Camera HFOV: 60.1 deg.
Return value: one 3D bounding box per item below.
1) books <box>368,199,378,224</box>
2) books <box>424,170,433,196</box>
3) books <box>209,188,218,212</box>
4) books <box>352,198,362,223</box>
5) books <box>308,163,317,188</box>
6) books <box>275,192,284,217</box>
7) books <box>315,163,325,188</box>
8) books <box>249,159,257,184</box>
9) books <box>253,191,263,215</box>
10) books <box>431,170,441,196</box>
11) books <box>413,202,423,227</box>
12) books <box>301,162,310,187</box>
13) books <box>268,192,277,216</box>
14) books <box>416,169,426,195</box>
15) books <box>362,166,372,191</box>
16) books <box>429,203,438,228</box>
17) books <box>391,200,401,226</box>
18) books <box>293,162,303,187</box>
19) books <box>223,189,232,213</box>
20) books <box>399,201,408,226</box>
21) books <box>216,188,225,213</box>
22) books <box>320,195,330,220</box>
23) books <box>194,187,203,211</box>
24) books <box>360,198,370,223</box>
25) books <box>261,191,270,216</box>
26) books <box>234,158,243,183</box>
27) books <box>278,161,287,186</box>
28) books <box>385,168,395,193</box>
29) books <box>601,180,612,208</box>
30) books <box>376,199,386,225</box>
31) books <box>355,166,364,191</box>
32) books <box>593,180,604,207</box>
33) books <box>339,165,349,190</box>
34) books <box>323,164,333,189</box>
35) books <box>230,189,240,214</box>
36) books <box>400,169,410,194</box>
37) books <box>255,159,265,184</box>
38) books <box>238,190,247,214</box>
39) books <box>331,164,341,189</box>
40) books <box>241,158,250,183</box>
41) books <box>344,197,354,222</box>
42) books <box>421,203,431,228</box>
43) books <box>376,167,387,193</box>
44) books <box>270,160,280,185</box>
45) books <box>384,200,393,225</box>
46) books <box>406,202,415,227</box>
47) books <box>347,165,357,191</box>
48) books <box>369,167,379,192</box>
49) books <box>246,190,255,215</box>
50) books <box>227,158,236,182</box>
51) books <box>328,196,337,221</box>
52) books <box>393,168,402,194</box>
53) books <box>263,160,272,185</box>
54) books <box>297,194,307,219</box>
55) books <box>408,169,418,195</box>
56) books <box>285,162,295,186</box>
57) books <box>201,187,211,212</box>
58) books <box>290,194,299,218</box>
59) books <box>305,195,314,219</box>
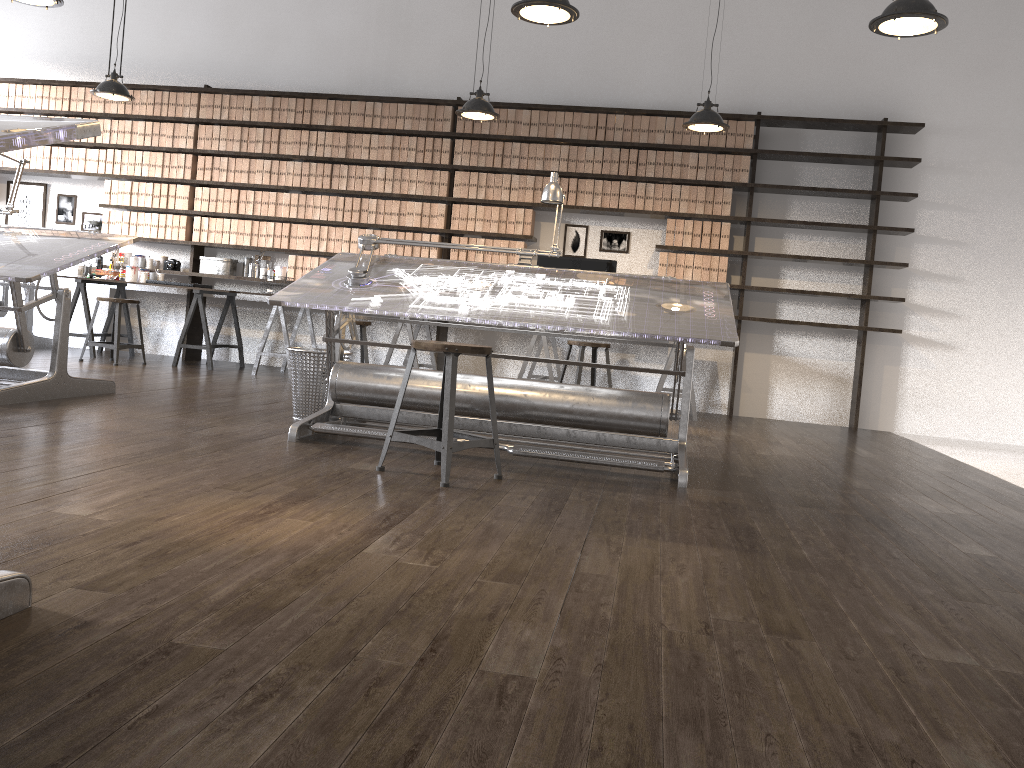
[{"bbox_3d":[-1.188,-1.484,7.705,0.067,0.225,0.174,5,2,9],"label":"books"},{"bbox_3d":[-0.697,-1.713,7.621,0.067,0.225,0.175,5,2,9],"label":"books"},{"bbox_3d":[-2.638,-1.631,7.939,0.067,0.225,0.175,5,2,9],"label":"books"},{"bbox_3d":[-1.332,-1.499,7.727,0.067,0.225,0.175,5,2,9],"label":"books"},{"bbox_3d":[-1.724,-1.817,7.793,0.067,0.225,0.175,5,2,9],"label":"books"},{"bbox_3d":[-2.022,-1.569,7.844,0.067,0.225,0.175,5,2,9],"label":"books"},{"bbox_3d":[-1.660,-1.811,7.785,0.067,0.225,0.175,5,2,9],"label":"books"},{"bbox_3d":[-2.268,-1.872,7.882,0.067,0.225,0.175,5,2,9],"label":"books"},{"bbox_3d":[-2.224,-1.590,7.878,0.067,0.225,0.174,5,2,9],"label":"books"},{"bbox_3d":[-0.635,-1.707,7.615,0.067,0.225,0.175,5,2,9],"label":"books"},{"bbox_3d":[-0.790,-1.444,7.639,0.067,0.225,0.175,5,2,9],"label":"books"},{"bbox_3d":[-1.787,-1.823,7.799,0.067,0.225,0.175,5,2,9],"label":"books"},{"bbox_3d":[-2.089,-1.576,7.850,0.067,0.225,0.175,5,2,9],"label":"books"},{"bbox_3d":[-0.763,-1.719,7.631,0.067,0.225,0.175,5,2,9],"label":"books"},{"bbox_3d":[-1.239,-1.768,7.710,0.067,0.225,0.175,5,2,9],"label":"books"},{"bbox_3d":[-0.651,-1.430,7.622,0.067,0.225,0.174,5,2,9],"label":"books"},{"bbox_3d":[-0.983,-1.463,7.669,0.067,0.225,0.175,5,2,9],"label":"books"},{"bbox_3d":[-1.858,-1.830,7.810,0.067,0.225,0.175,5,2,9],"label":"books"},{"bbox_3d":[-2.510,-1.619,7.925,0.067,0.225,0.175,5,2,9],"label":"books"},{"bbox_3d":[-0.917,-1.457,7.663,0.067,0.225,0.175,5,2,9],"label":"books"},{"bbox_3d":[-2.575,-1.625,7.933,0.067,0.225,0.175,5,2,9],"label":"books"},{"bbox_3d":[-1.613,-1.527,7.772,0.067,0.225,0.175,5,2,9],"label":"books"},{"bbox_3d":[-2.779,-1.646,7.966,0.067,0.225,0.174,5,2,9],"label":"books"},{"bbox_3d":[-1.257,-1.492,7.721,0.067,0.225,0.175,5,2,9],"label":"books"},{"bbox_3d":[-2.154,-1.583,7.867,0.067,0.225,0.175,5,2,9],"label":"books"},{"bbox_3d":[-2.400,-1.886,7.905,0.067,0.225,0.175,5,2,9],"label":"books"},{"bbox_3d":[-1.997,-1.845,7.840,0.067,0.225,0.174,5,2,9],"label":"books"},{"bbox_3d":[-1.040,-1.748,7.678,0.067,0.225,0.175,5,2,9],"label":"books"},{"bbox_3d":[0.793,-1.568,7.385,0.067,0.225,0.174,5,2,9],"label":"books"},{"bbox_3d":[-1.118,-1.478,7.697,0.067,0.225,0.174,5,2,9],"label":"books"},{"bbox_3d":[-1.304,-1.775,7.726,0.067,0.225,0.175,5,2,9],"label":"books"},{"bbox_3d":[0.723,-1.575,7.392,0.067,0.225,0.174,5,2,9],"label":"books"},{"bbox_3d":[-1.444,-1.789,7.745,0.067,0.225,0.174,5,2,9],"label":"books"},{"bbox_3d":[-1.588,-1.803,7.767,0.067,0.225,0.175,5,2,9],"label":"books"},{"bbox_3d":[-2.438,-1.611,7.908,0.067,0.225,0.175,5,2,9],"label":"books"},{"bbox_3d":[-0.901,-1.734,7.661,0.067,0.225,0.174,5,2,9],"label":"books"},{"bbox_3d":[-2.207,-1.866,7.871,0.067,0.225,0.175,5,2,9],"label":"books"},{"bbox_3d":[-2.363,-1.604,7.901,0.067,0.225,0.175,5,2,9],"label":"books"},{"bbox_3d":[-1.513,-1.796,7.761,0.067,0.225,0.175,5,2,9],"label":"books"},{"bbox_3d":[-2.334,-1.879,7.888,0.067,0.225,0.175,5,2,9],"label":"books"},{"bbox_3d":[-1.404,-1.507,7.745,0.067,0.225,0.175,5,2,9],"label":"books"},{"bbox_3d":[-0.720,-1.437,7.632,0.067,0.225,0.175,5,2,9],"label":"books"},{"bbox_3d":[-1.111,-1.755,7.692,0.067,0.225,0.175,5,2,9],"label":"books"},{"bbox_3d":[-2.066,-1.852,7.850,0.067,0.225,0.175,5,2,9],"label":"books"},{"bbox_3d":[-1.048,-1.471,7.686,0.067,0.225,0.175,5,2,9],"label":"books"},{"bbox_3d":[-0.855,-1.451,7.652,0.067,0.225,0.175,5,2,9],"label":"books"},{"bbox_3d":[-1.374,-1.782,7.738,0.067,0.225,0.174,5,2,9],"label":"books"},{"bbox_3d":[-1.172,-1.761,7.703,0.067,0.225,0.175,5,2,9],"label":"books"},{"bbox_3d":[-2.294,-1.597,7.885,0.067,0.225,0.174,5,2,9],"label":"books"},{"bbox_3d":[-2.469,-1.893,7.917,0.067,0.225,0.174,5,2,9],"label":"books"},{"bbox_3d":[-1.542,-1.520,7.760,0.067,0.225,0.175,5,2,9],"label":"books"},{"bbox_3d":[-0.970,-1.741,7.671,0.067,0.225,0.175,5,2,9],"label":"books"},{"bbox_3d":[-2.136,-1.859,7.857,0.067,0.225,0.175,5,2,9],"label":"books"},{"bbox_3d":[-1.820,-1.549,7.811,0.067,0.225,0.175,5,2,9],"label":"books"},{"bbox_3d":[-0.833,-1.727,7.646,0.067,0.225,0.174,5,2,9],"label":"books"},{"bbox_3d":[-1.929,-1.838,7.825,0.067,0.225,0.174,5,2,9],"label":"books"},{"bbox_3d":[-2.709,-1.638,7.951,0.067,0.225,0.175,5,2,9],"label":"books"},{"bbox_3d":[-1.890,-1.556,7.819,0.067,0.225,0.175,5,2,9],"label":"books"},{"bbox_3d":[-1.751,-1.542,7.802,0.067,0.225,0.174,5,2,9],"label":"books"}]
